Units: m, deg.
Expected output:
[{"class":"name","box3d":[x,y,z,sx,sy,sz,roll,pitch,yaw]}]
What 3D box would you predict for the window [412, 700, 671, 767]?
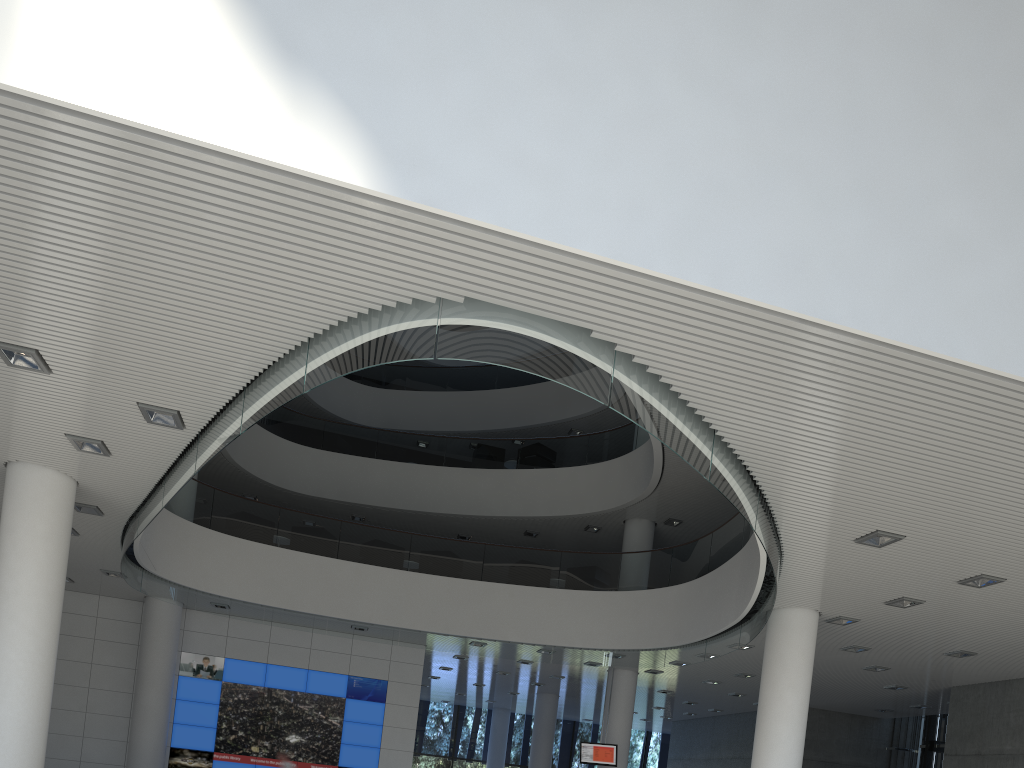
[{"class":"window","box3d":[-1.190,9.299,19.594,18.483,2.873,0.077,13,-2,-14]}]
